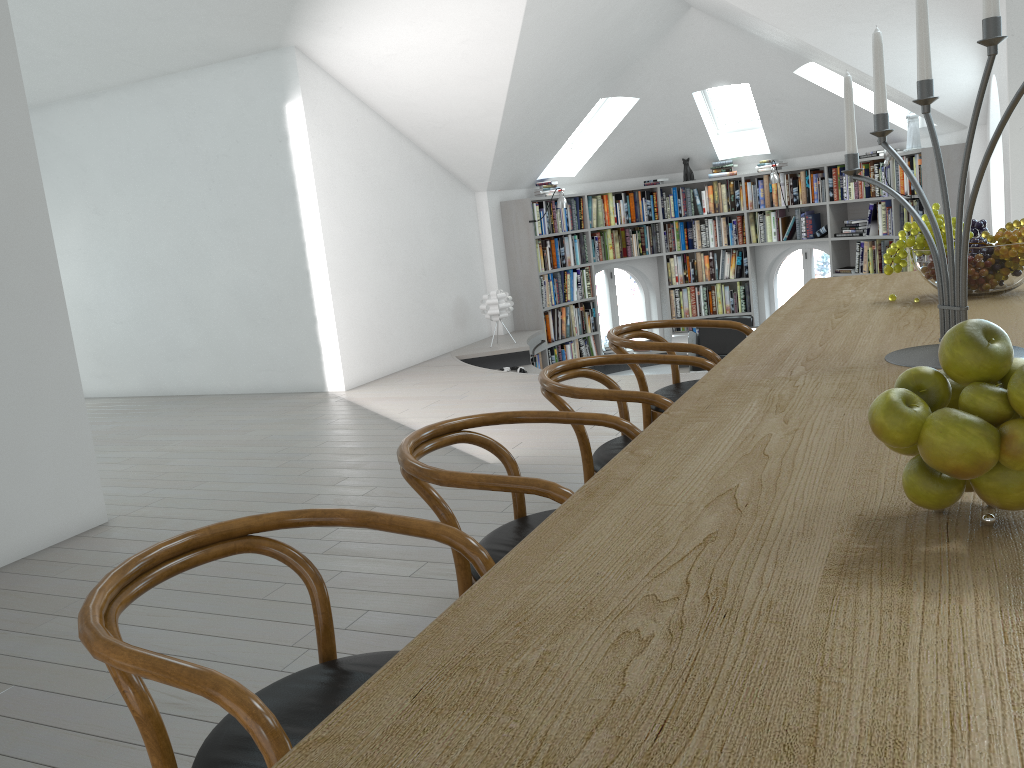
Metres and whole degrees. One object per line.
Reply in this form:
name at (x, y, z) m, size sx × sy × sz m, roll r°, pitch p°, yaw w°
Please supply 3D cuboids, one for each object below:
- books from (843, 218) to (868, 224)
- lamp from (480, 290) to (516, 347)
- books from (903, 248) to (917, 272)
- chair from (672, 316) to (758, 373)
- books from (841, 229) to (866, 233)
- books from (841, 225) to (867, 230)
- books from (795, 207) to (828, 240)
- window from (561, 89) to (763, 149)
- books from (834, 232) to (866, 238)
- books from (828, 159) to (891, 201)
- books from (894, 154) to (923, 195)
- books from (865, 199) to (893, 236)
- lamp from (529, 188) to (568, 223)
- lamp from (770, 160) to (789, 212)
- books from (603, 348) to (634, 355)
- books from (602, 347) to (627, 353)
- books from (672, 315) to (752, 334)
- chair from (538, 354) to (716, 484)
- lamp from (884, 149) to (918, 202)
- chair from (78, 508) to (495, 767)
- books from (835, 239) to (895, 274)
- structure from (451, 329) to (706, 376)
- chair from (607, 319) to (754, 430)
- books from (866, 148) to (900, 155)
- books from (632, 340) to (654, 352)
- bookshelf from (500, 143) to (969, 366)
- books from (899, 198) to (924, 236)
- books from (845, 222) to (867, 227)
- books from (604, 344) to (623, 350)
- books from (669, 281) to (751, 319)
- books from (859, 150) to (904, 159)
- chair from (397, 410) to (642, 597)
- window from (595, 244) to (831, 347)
books at (3.622, -1.695, 9.213) m, size 0.269 × 0.031 × 0.287 m, roll -6°, pitch 11°, yaw 6°
lamp at (-0.132, -0.634, 8.463) m, size 0.305 × 0.522 × 0.307 m, roll -4°, pitch 10°, yaw 15°
books at (3.816, -1.139, 8.074) m, size 0.275 × 0.346 × 1.026 m, roll -5°, pitch 11°, yaw 11°
chair at (1.983, -0.239, 8.313) m, size 0.822 × 0.716 × 0.745 m, roll -3°, pitch 10°, yaw 21°
books at (3.633, -1.604, 9.227) m, size 0.270 × 0.031 × 0.286 m, roll -12°, pitch 12°, yaw -28°
books at (3.630, -1.634, 9.223) m, size 0.269 × 0.031 × 0.287 m, roll -9°, pitch 11°, yaw -14°
books at (3.297, -1.745, 9.572) m, size 0.225 × 0.339 × 0.399 m, roll -16°, pitch 13°, yaw -43°
window at (2.166, -2.986, 9.084) m, size 4.053 × 0.710 × 1.942 m, roll -2°, pitch 12°, yaw 26°
books at (3.637, -1.571, 9.232) m, size 0.366 × 0.042 × 0.389 m, roll -11°, pitch 11°, yaw -23°
books at (3.606, -2.064, 8.945) m, size 0.306 × 0.366 × 0.972 m, roll -10°, pitch 11°, yaw -20°
books at (3.725, -1.894, 7.974) m, size 0.292 × 0.360 × 1.019 m, roll -5°, pitch 10°, yaw 8°
books at (3.762, -1.654, 8.767) m, size 0.256 × 0.349 × 0.555 m, roll -10°, pitch 10°, yaw -17°
lamp at (0.368, -1.829, 9.061) m, size 0.413 × 0.310 × 0.117 m, roll -2°, pitch 10°, yaw 23°
lamp at (2.864, -2.120, 9.519) m, size 0.113 × 0.564 × 0.359 m, roll -1°, pitch 11°, yaw 32°
books at (1.201, -0.376, 10.401) m, size 0.366 × 0.042 × 0.389 m, roll -8°, pitch 11°, yaw -7°
books at (1.197, -0.409, 10.396) m, size 0.269 × 0.031 × 0.287 m, roll -6°, pitch 11°, yaw 3°
books at (2.345, -0.633, 10.362) m, size 1.018 × 0.305 × 0.289 m, roll -5°, pitch 10°, yaw 11°
chair at (0.419, 0.296, 2.585) m, size 0.621 × 0.731 × 0.530 m, roll -2°, pitch 11°, yaw 26°
lamp at (3.505, -1.888, 7.988) m, size 0.275 × 0.523 × 0.113 m, roll -4°, pitch 9°, yaw 17°
chair at (-0.267, 0.610, 1.334) m, size 0.621 × 0.731 × 0.530 m, roll -1°, pitch 11°, yaw 29°
books at (3.707, -1.302, 8.997) m, size 0.252 × 0.350 × 0.977 m, roll -10°, pitch 11°, yaw -21°
structure at (1.877, -0.209, 8.250) m, size 4.716 × 0.690 × 4.725 m, roll -10°, pitch 11°, yaw -18°
chair at (0.689, 0.141, 3.248) m, size 0.621 × 0.731 × 0.530 m, roll -1°, pitch 11°, yaw 29°
books at (3.680, -2.306, 8.801) m, size 0.233 × 0.027 × 0.248 m, roll -7°, pitch 10°, yaw -1°
books at (1.572, -0.447, 10.406) m, size 0.318 × 0.099 × 0.293 m, roll -1°, pitch 12°, yaw 27°
bookshelf at (2.369, -1.254, 9.355) m, size 4.331 × 1.872 × 2.119 m, roll -2°, pitch 11°, yaw 26°
books at (3.766, -1.516, 8.022) m, size 0.279 × 0.356 × 1.058 m, roll -5°, pitch 11°, yaw 12°
books at (3.626, -1.664, 9.218) m, size 0.214 × 0.036 × 0.227 m, roll -9°, pitch 11°, yaw -14°
books at (1.193, -0.440, 10.391) m, size 0.213 × 0.036 × 0.228 m, roll -6°, pitch 10°, yaw 3°
books at (2.321, -0.990, 10.307) m, size 1.031 × 0.356 × 0.294 m, roll -5°, pitch 10°, yaw 11°
books at (3.683, -2.279, 8.805) m, size 0.317 × 0.036 × 0.337 m, roll -9°, pitch 11°, yaw -11°
chair at (0.099, 0.453, 1.946) m, size 0.621 × 0.731 × 0.530 m, roll -3°, pitch 10°, yaw 21°
window at (2.313, -1.013, 10.401) m, size 3.229 × 1.146 × 0.620 m, roll -4°, pitch 10°, yaw 12°
